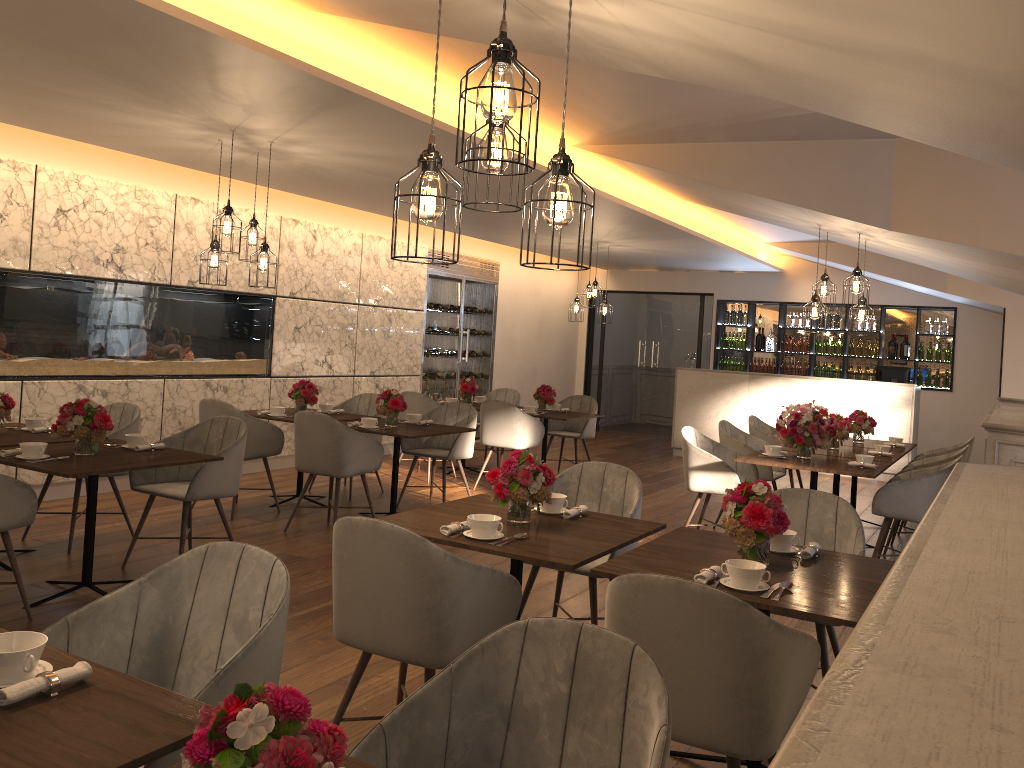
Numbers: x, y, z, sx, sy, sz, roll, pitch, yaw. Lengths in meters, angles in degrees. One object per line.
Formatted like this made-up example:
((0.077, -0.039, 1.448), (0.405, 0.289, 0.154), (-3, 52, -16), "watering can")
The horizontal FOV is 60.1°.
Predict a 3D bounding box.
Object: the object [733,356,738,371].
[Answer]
((3.404, -0.293, 13.500), (0.065, 0.261, 0.066), (3, 0, 8), "object")

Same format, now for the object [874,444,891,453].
((2.871, 0.513, 6.864), (0.148, 0.072, 0.148), (3, 2, -18), "object")

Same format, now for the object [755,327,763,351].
((3.725, -0.677, 13.338), (0.104, 0.360, 0.104), (3, 0, 1), "object")

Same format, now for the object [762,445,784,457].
((1.865, 0.479, 6.324), (0.148, 0.072, 0.148), (3, 2, -18), "object")

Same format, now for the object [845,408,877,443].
((3.047, 0.359, 7.777), (0.305, 0.301, 0.234), (3, 1, -13), "object")

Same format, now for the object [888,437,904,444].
((3.313, 0.501, 7.643), (0.148, 0.072, 0.148), (3, 2, -18), "object")

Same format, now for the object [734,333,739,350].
((3.426, -0.655, 13.502), (0.065, 0.261, 0.066), (3, 0, 8), "object")

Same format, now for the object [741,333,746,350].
((3.522, -0.647, 13.448), (0.065, 0.261, 0.066), (3, 0, 8), "object")

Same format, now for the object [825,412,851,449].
((2.581, 0.368, 7.103), (0.304, 0.301, 0.234), (2, 1, -41), "object")

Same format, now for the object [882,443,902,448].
((3.264, 0.525, 7.578), (0.193, 0.024, 0.025), (5, 2, 30), "object")

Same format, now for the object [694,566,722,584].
((0.619, 0.600, 2.787), (0.056, 0.039, 0.175), (5, 3, 29), "object")

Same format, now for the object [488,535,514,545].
((-0.023, 0.558, 3.182), (0.022, 0.004, 0.210), (5, 3, 29), "object")

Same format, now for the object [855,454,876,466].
((2.411, 0.526, 6.054), (0.148, 0.072, 0.148), (3, 2, -18), "object")

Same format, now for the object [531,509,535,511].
((0.085, 0.535, 3.761), (0.022, 0.004, 0.210), (5, 3, 29), "object")

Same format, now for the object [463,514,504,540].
((-0.101, 0.518, 3.198), (0.148, 0.072, 0.148), (3, 2, -3), "object")

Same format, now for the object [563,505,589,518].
((0.266, 0.532, 3.689), (0.056, 0.039, 0.175), (5, 3, 29), "object")

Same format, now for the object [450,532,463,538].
((-0.167, 0.536, 3.246), (0.025, 0.024, 0.192), (4, 3, 29), "object")

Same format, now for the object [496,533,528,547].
((0.005, 0.555, 3.159), (0.043, 0.015, 0.197), (5, 3, 26), "object")

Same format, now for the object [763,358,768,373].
((3.808, -0.257, 13.269), (0.065, 0.261, 0.066), (3, 0, 8), "object")

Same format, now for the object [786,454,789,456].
((1.911, 0.503, 6.388), (0.193, 0.024, 0.025), (5, 2, 30), "object")

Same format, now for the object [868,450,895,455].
((2.908, 0.539, 6.972), (0.197, 0.015, 0.043), (5, 3, 26), "object")

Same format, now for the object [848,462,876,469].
((2.354, 0.545, 5.955), (0.176, 0.039, 0.056), (5, 2, 30), "object")

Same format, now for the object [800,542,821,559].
((1.086, 0.606, 3.221), (0.056, 0.039, 0.175), (5, 3, 29), "object")

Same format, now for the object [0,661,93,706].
((-0.880, 0.565, 1.672), (0.056, 0.039, 0.175), (5, 3, 29), "object")

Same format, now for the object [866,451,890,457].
((2.822, 0.537, 6.800), (0.193, 0.024, 0.025), (5, 2, 30), "object")

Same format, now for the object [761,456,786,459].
((1.824, 0.511, 6.216), (0.197, 0.015, 0.043), (5, 3, 26), "object")

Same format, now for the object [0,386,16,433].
((-2.999, 0.133, 5.039), (0.234, 0.301, 0.305), (4, 1, 31), "object")

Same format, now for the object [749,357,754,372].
((3.616, -0.274, 13.379), (0.065, 0.261, 0.066), (3, 0, 8), "object")

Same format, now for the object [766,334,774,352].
((3.864, -0.624, 13.251), (0.108, 0.282, 0.108), (3, 0, -14), "object")

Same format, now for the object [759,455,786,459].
((1.847, 0.517, 6.243), (0.211, 0.004, 0.022), (5, 3, 30), "object")

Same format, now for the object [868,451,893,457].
((2.814, 0.532, 6.765), (0.176, 0.039, 0.056), (5, 2, 30), "object")

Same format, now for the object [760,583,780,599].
((0.797, 0.632, 2.715), (0.022, 0.004, 0.210), (5, 3, 29), "object")

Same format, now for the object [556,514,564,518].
((0.231, 0.537, 3.697), (0.025, 0.024, 0.192), (4, 3, 29), "object")

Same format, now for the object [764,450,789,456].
((1.920, 0.495, 6.423), (0.176, 0.039, 0.056), (5, 2, 30), "object")

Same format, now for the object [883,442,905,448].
((3.256, 0.519, 7.543), (0.176, 0.039, 0.056), (5, 2, 30), "object")

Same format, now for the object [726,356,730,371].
((3.309, -0.302, 13.554), (0.065, 0.261, 0.066), (3, 0, 8), "object")

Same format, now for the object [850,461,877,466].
((2.448, 0.552, 6.161), (0.197, 0.015, 0.043), (5, 3, 26), "object")

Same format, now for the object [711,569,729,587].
((0.653, 0.609, 2.778), (0.025, 0.024, 0.192), (4, 3, 29), "object")

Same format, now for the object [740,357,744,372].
((3.500, -0.285, 13.445), (0.065, 0.261, 0.066), (3, 0, 8), "object")

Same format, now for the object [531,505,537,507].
((0.065, 0.528, 3.780), (0.043, 0.015, 0.197), (5, 3, 33), "object")

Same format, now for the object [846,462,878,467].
((2.424, 0.558, 6.134), (0.211, 0.004, 0.022), (5, 3, 30), "object")

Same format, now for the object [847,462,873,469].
((2.362, 0.551, 5.989), (0.193, 0.024, 0.025), (5, 2, 30), "object")

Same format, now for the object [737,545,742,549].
((0.885, 0.601, 3.313), (0.043, 0.015, 0.197), (5, 3, 33), "object")

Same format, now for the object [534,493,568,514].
((0.168, 0.507, 3.745), (0.148, 0.072, 0.148), (3, 2, -3), "object")

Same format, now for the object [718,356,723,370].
((3.213, -0.310, 13.609), (0.065, 0.261, 0.066), (3, 0, 8), "object")

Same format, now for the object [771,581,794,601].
((0.825, 0.629, 2.691), (0.043, 0.015, 0.197), (5, 3, 26), "object")

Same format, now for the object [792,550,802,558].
((1.051, 0.611, 3.230), (0.025, 0.024, 0.192), (4, 3, 29), "object")

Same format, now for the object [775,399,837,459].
((2.102, 0.315, 6.341), (0.420, 0.425, 0.405), (4, 1, 18), "object")

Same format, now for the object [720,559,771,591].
((0.719, 0.592, 2.731), (0.148, 0.072, 0.148), (3, 2, -3), "object")

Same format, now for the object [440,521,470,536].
((-0.201, 0.526, 3.254), (0.056, 0.039, 0.175), (5, 3, 29), "object")

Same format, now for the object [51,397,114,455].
((-2.187, 0.207, 4.542), (0.305, 0.301, 0.234), (4, 1, 7), "object")

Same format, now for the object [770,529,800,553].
((0.988, 0.580, 3.277), (0.148, 0.072, 0.148), (3, 2, -3), "object")

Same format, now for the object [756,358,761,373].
((3.712, -0.265, 13.324), (0.065, 0.261, 0.066), (3, 0, 8), "object")
